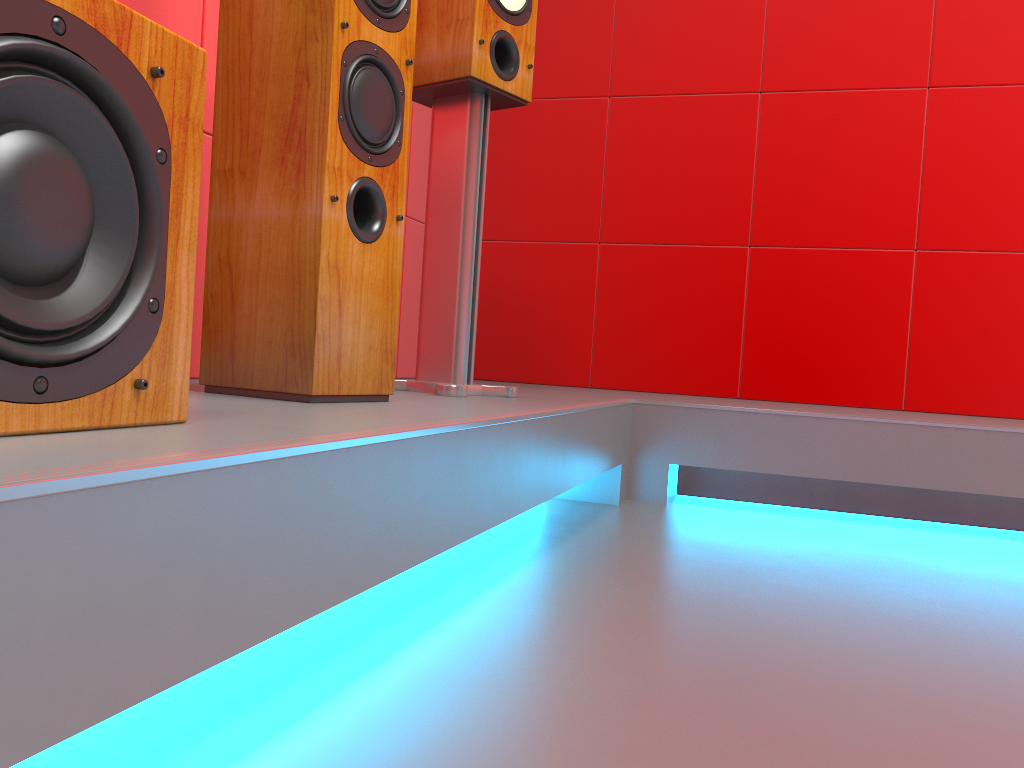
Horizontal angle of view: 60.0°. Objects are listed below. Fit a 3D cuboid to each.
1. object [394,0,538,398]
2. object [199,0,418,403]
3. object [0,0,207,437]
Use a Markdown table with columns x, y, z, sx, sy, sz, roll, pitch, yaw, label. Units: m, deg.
| x | y | z | sx | sy | sz | roll | pitch | yaw | label |
| --- | --- | --- | --- | --- | --- | --- | --- | --- | --- |
| -0.117 | -0.508 | 1.925 | 0.265 | 1.058 | 0.231 | 5 | 2 | 38 | object |
| -0.306 | -0.503 | 1.409 | 0.238 | 1.052 | 0.203 | 5 | 2 | 28 | object |
| -0.519 | -0.152 | 0.738 | 0.360 | 0.360 | 0.360 | 4 | 2 | 18 | object |
